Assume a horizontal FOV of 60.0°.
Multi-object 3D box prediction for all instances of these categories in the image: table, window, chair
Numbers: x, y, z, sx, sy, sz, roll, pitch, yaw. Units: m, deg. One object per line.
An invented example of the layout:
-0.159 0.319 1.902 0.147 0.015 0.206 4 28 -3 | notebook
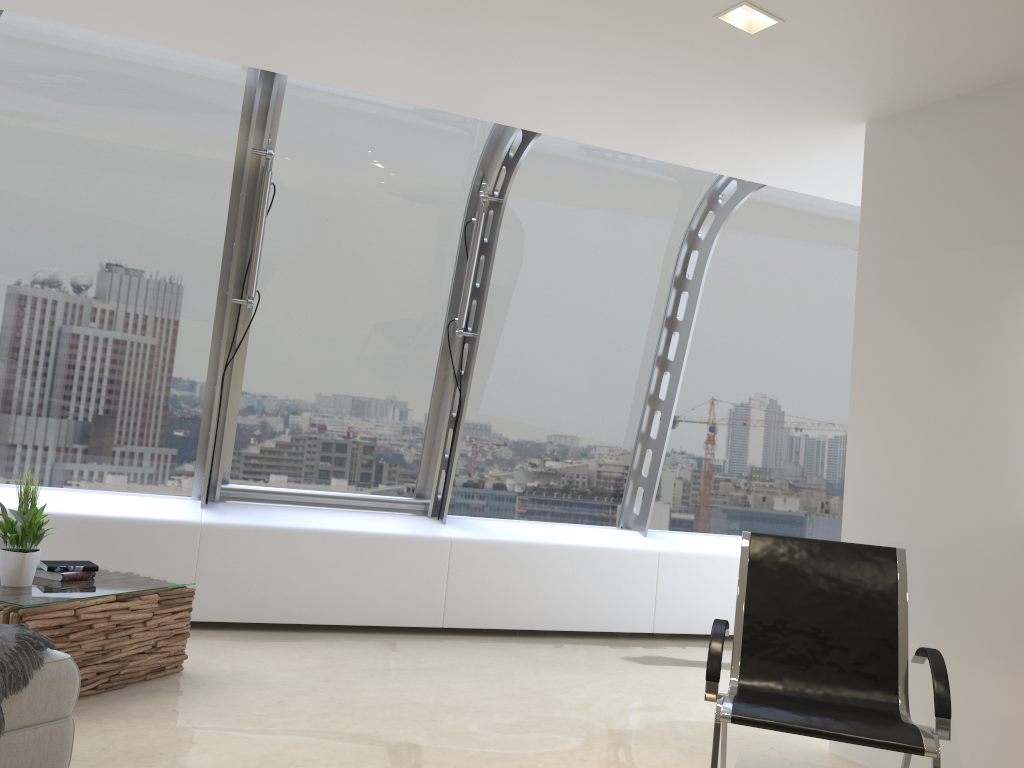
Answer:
-2.137 1.108 4.021 0.923 0.436 1.007 3 -6 22 | table
4.900 0.190 0.304 16.171 3.674 16.693 8 -6 -27 | window
-2.530 0.823 2.778 2.068 0.690 1.176 3 -6 27 | chair
1.082 1.062 3.119 0.752 0.972 0.943 4 -5 17 | chair

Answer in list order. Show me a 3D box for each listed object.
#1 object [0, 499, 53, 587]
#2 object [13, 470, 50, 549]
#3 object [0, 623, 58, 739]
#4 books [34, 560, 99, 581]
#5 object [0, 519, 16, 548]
-2.144 0.692 3.871 0.284 0.369 0.215 5 -5 0 | object
-2.319 0.633 4.216 0.150 0.511 0.153 3 -6 26 | object
-1.887 0.840 2.630 1.024 0.359 0.825 3 -6 26 | object
-2.085 0.875 4.157 0.246 0.063 0.265 0 -7 44 | books
-2.335 0.681 3.973 0.152 0.370 0.297 4 -5 12 | object
